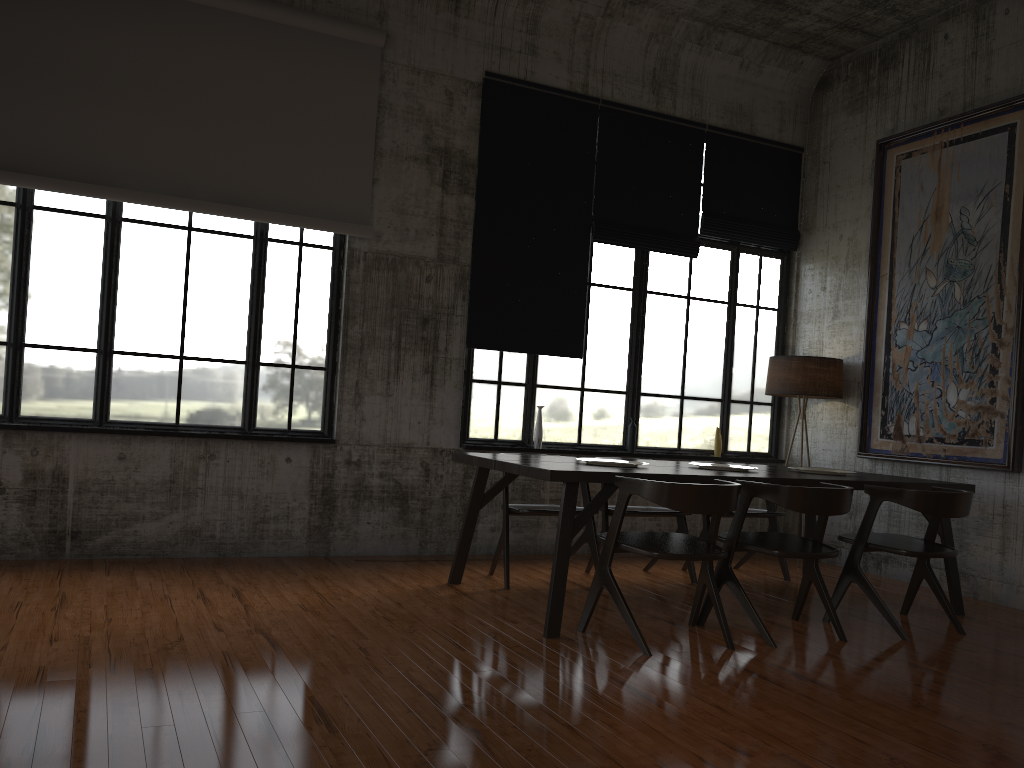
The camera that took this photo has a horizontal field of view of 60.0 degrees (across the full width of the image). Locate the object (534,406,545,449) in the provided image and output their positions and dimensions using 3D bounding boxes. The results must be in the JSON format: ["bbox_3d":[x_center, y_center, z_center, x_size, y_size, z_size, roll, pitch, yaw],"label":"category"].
[{"bbox_3d":[0.257,0.409,8.389,0.082,0.410,0.082,4,0,26],"label":"object"}]

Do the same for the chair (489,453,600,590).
[{"bbox_3d":[0.249,1.082,7.103,0.879,0.993,0.769,4,-1,-26],"label":"chair"}]

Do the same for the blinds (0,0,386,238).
[{"bbox_3d":[-3.165,-2.283,6.594,4.470,1.775,0.136,4,0,-25],"label":"blinds"}]

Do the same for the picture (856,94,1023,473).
[{"bbox_3d":[3.848,-0.832,7.929,0.142,3.120,1.654,4,0,-25],"label":"picture"}]

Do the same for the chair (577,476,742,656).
[{"bbox_3d":[0.953,1.072,5.412,0.879,0.993,0.769,4,-1,-24],"label":"chair"}]

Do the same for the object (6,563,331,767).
[{"bbox_3d":[5.632,1.563,5.740,20.849,0.657,8.765,5,-2,-25],"label":"object"}]

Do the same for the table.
[{"bbox_3d":[1.526,1.146,6.768,3.705,1.006,1.638,4,-2,-25],"label":"table"}]

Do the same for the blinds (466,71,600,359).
[{"bbox_3d":[0.218,-1.549,8.321,1.216,2.533,0.034,4,0,-25],"label":"blinds"}]

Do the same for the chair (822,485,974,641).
[{"bbox_3d":[2.742,1.213,6.206,0.879,0.993,0.769,4,-1,-29],"label":"chair"}]

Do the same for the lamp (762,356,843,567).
[{"bbox_3d":[2.898,0.771,8.940,0.753,2.056,0.752,4,0,-13],"label":"lamp"}]

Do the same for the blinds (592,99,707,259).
[{"bbox_3d":[1.391,-2.026,8.832,1.256,1.398,0.052,4,0,-25],"label":"blinds"}]

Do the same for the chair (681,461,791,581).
[{"bbox_3d":[1.978,1.220,7.925,0.879,0.993,0.769,4,-1,-25],"label":"chair"}]

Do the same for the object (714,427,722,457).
[{"bbox_3d":[2.160,0.606,9.278,0.073,0.318,0.074,4,0,27],"label":"object"}]

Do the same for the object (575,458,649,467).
[{"bbox_3d":[0.711,0.562,6.307,0.527,0.024,0.527,4,-2,-15],"label":"object"}]

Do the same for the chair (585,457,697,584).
[{"bbox_3d":[1.063,1.147,7.485,0.879,0.993,0.769,4,-1,-24],"label":"chair"}]

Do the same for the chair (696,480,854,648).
[{"bbox_3d":[1.768,1.137,5.795,0.879,0.993,0.769,4,-1,-26],"label":"chair"}]

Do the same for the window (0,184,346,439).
[{"bbox_3d":[-3.359,-1.347,6.739,4.308,3.435,0.050,4,0,-25],"label":"window"}]

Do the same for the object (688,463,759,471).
[{"bbox_3d":[1.605,0.633,6.727,0.527,0.024,0.527,4,-2,-15],"label":"object"}]

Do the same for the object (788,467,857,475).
[{"bbox_3d":[2.498,0.704,7.147,0.527,0.024,0.527,4,-2,-15],"label":"object"}]

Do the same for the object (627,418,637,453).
[{"bbox_3d":[1.194,0.514,8.826,0.080,0.352,0.080,4,0,6],"label":"object"}]

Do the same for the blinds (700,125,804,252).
[{"bbox_3d":[2.565,-2.061,9.380,1.297,1.142,0.052,4,0,-25],"label":"blinds"}]

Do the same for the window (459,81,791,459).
[{"bbox_3d":[1.317,-0.976,8.936,3.815,3.435,0.050,4,0,-25],"label":"window"}]
